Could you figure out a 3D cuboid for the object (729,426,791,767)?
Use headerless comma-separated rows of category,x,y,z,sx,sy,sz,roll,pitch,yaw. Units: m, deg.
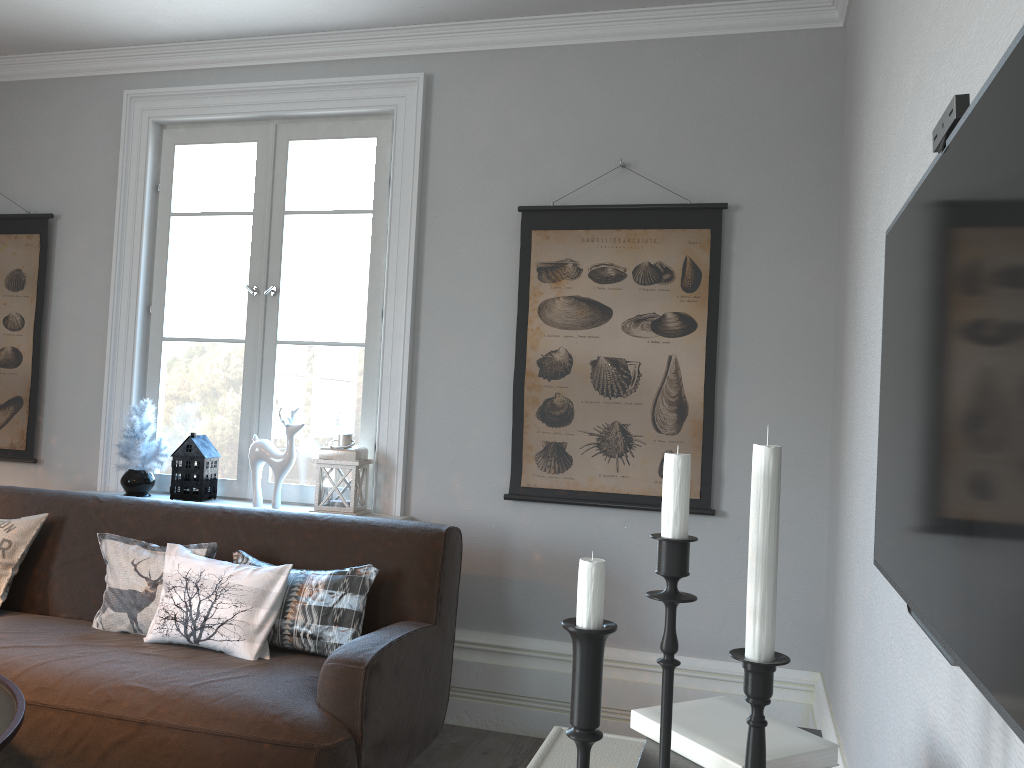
object,0.249,0.269,0.890,0.066,0.457,0.066,4,-2,-17

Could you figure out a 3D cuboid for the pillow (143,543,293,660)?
pillow,-0.923,0.676,2.766,0.471,0.309,0.188,2,-2,16

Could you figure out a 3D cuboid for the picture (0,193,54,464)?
picture,-2.491,-0.311,4.130,0.793,1.313,0.057,2,-2,16

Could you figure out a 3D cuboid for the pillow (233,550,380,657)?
pillow,-0.700,0.701,2.820,0.542,0.288,0.183,2,-2,17

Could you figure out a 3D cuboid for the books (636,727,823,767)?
books,0.270,0.475,1.078,0.218,0.049,0.276,2,-2,16

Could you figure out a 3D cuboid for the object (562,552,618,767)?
object,0.080,0.336,0.953,0.083,0.311,0.082,3,-2,-7

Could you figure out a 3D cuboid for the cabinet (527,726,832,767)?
cabinet,0.061,0.855,0.678,0.408,0.757,1.152,2,-2,16

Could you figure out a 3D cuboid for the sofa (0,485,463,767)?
sofa,-1.345,0.824,2.883,2.165,0.825,0.968,2,-2,16

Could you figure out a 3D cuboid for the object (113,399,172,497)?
object,-1.589,0.264,3.793,0.247,0.424,0.263,5,-3,-39

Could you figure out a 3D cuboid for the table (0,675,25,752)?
table,-1.688,0.941,1.694,1.300,0.503,1.299,3,-2,9

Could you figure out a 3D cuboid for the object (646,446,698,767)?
object,0.150,0.274,0.851,0.092,0.431,0.092,4,-2,-25

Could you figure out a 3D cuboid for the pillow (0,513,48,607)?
pillow,-1.950,0.635,3.172,0.519,0.369,0.240,2,-2,16

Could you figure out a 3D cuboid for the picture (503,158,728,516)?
picture,0.385,-0.195,3.328,0.793,1.313,0.057,2,-2,16

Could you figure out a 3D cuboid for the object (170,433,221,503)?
object,-1.329,0.346,3.725,0.155,0.285,0.155,3,-2,6

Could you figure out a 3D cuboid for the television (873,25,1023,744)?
television,0.547,-0.015,1.104,0.041,0.657,1.063,2,-2,16

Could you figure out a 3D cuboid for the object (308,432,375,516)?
object,-0.671,0.353,3.520,0.193,0.322,0.193,2,-2,9

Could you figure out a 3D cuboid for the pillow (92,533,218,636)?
pillow,-1.185,0.677,2.917,0.472,0.348,0.159,2,-2,13

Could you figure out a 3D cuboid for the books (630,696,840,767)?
books,0.273,0.440,1.106,0.160,0.024,0.199,4,-2,-30

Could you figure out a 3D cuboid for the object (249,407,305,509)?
object,-0.941,0.296,3.537,0.239,0.410,0.128,2,-2,12
